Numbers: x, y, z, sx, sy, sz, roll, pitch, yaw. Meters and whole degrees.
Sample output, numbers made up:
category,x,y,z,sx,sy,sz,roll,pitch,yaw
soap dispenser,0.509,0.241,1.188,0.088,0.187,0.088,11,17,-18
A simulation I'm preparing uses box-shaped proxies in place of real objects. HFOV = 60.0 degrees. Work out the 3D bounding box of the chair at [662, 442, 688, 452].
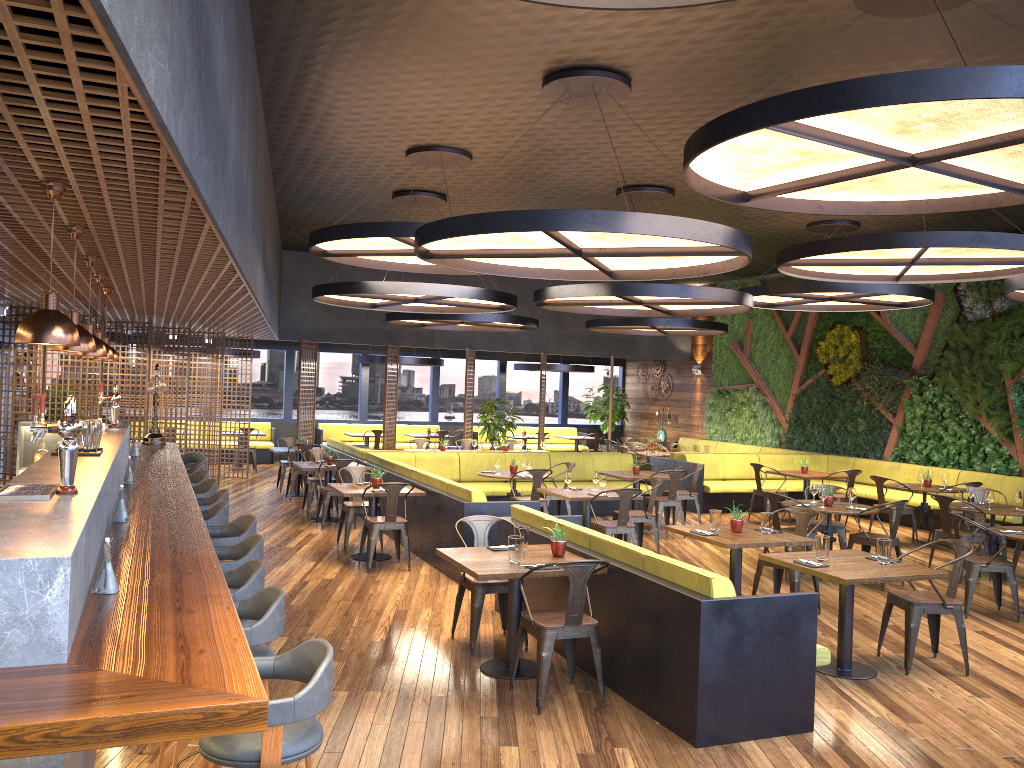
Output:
category,x,y,z,sx,sy,sz,roll,pitch,yaw
chair,3.273,1.649,17.805,0.504,0.917,0.541,2,0,-22

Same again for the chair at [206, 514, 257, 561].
category,x,y,z,sx,sy,sz,roll,pitch,yaw
chair,-1.835,1.353,5.519,0.438,1.048,0.483,2,0,-2

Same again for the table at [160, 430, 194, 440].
category,x,y,z,sx,sy,sz,roll,pitch,yaw
table,-7.017,1.360,18.199,0.887,0.763,0.906,2,0,-22

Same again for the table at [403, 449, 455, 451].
category,x,y,z,sx,sy,sz,roll,pitch,yaw
table,-1.340,1.553,15.355,0.906,0.763,0.887,2,0,-22

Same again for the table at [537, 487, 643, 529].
category,x,y,z,sx,sy,sz,roll,pitch,yaw
table,0.861,1.611,10.102,0.906,0.763,0.887,2,0,-22

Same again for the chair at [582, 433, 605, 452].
category,x,y,z,sx,sy,sz,roll,pitch,yaw
chair,1.918,1.612,21.078,0.504,0.917,0.541,2,0,-22

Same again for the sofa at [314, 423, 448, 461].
category,x,y,z,sx,sy,sz,roll,pitch,yaw
sofa,-3.091,1.437,21.214,3.061,0.914,0.966,2,0,-22

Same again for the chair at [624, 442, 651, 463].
category,x,y,z,sx,sy,sz,roll,pitch,yaw
chair,2.469,1.618,17.478,0.504,0.917,0.541,2,0,-22

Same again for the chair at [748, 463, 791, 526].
category,x,y,z,sx,sy,sz,roll,pitch,yaw
chair,3.871,1.653,13.394,0.541,0.917,0.504,2,0,-22

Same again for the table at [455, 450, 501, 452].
category,x,y,z,sx,sy,sz,roll,pitch,yaw
table,-0.501,1.584,15.696,0.906,0.763,0.887,2,0,-22

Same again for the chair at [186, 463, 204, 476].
category,x,y,z,sx,sy,sz,roll,pitch,yaw
chair,-3.315,1.312,8.826,0.483,1.048,0.438,2,0,39

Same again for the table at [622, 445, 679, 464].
category,x,y,z,sx,sy,sz,roll,pitch,yaw
table,2.894,1.718,18.737,0.887,0.763,0.906,2,0,-22

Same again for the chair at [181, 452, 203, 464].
category,x,y,z,sx,sy,sz,roll,pitch,yaw
chair,-3.719,1.302,9.969,0.438,1.048,0.483,2,0,-30

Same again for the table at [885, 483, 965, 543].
category,x,y,z,sx,sy,sz,roll,pitch,yaw
table,5.645,1.791,12.147,1.007,0.760,1.007,2,0,35

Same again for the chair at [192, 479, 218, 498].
category,x,y,z,sx,sy,sz,roll,pitch,yaw
chair,-2.732,1.328,7.462,0.483,1.048,0.438,2,0,28

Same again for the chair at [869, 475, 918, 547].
category,x,y,z,sx,sy,sz,roll,pitch,yaw
chair,5.101,1.691,11.921,0.541,0.917,0.504,2,0,-22

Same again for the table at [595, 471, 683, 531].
category,x,y,z,sx,sy,sz,roll,pitch,yaw
table,1.765,1.653,12.517,0.887,0.763,0.906,2,0,-22

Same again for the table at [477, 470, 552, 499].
category,x,y,z,sx,sy,sz,roll,pitch,yaw
table,0.022,1.588,11.927,1.007,0.760,1.007,2,0,15

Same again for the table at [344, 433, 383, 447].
category,x,y,z,sx,sy,sz,roll,pitch,yaw
table,-3.221,1.502,19.743,0.887,0.763,0.906,2,0,-22

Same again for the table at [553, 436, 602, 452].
category,x,y,z,sx,sy,sz,roll,pitch,yaw
table,1.593,1.682,21.701,0.887,0.763,0.906,2,0,-22

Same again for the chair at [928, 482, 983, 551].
category,x,y,z,sx,sy,sz,roll,pitch,yaw
chair,5.861,1.718,11.668,0.504,0.917,0.541,2,0,-22

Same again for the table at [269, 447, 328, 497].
category,x,y,z,sx,sy,sz,roll,pitch,yaw
table,-3.556,1.471,14.779,0.887,0.763,0.906,2,0,-22

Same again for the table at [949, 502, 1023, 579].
category,x,y,z,sx,sy,sz,roll,pitch,yaw
table,5.392,1.773,9.963,1.007,0.760,1.007,2,0,35

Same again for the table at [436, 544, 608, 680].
category,x,y,z,sx,sy,sz,roll,pitch,yaw
table,0.032,1.566,6.043,0.906,0.763,0.887,2,0,-22

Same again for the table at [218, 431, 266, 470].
category,x,y,z,sx,sy,sz,roll,pitch,yaw
table,-5.721,1.408,18.726,0.887,0.763,0.906,2,0,-22

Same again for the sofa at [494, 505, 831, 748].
category,x,y,z,sx,sy,sz,roll,pitch,yaw
sofa,0.887,1.523,6.416,0.966,0.914,3.061,2,0,-22

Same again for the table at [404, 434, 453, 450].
category,x,y,z,sx,sy,sz,roll,pitch,yaw
table,-1.926,1.551,20.274,0.906,0.763,0.887,2,0,-22

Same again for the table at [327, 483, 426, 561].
category,x,y,z,sx,sy,sz,roll,pitch,yaw
table,-1.519,1.525,9.778,0.887,0.763,0.906,2,0,-22

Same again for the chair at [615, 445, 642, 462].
category,x,y,z,sx,sy,sz,roll,pitch,yaw
chair,2.188,1.605,16.546,0.541,0.917,0.504,2,0,-22

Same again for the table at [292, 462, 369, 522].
category,x,y,z,sx,sy,sz,roll,pitch,yaw
table,-2.535,1.498,12.279,0.887,0.763,0.906,2,0,-22

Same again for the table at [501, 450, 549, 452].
category,x,y,z,sx,sy,sz,roll,pitch,yaw
table,0.334,1.615,16.041,0.906,0.763,0.887,2,0,-22

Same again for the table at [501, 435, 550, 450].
category,x,y,z,sx,sy,sz,roll,pitch,yaw
table,0.296,1.634,21.178,0.906,0.763,0.887,2,0,-22

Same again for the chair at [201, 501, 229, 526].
category,x,y,z,sx,sy,sz,roll,pitch,yaw
chair,-2.212,1.342,6.142,0.483,1.048,0.438,2,0,39

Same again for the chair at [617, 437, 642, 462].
category,x,y,z,sx,sy,sz,roll,pitch,yaw
chair,2.565,1.629,19.430,0.504,0.917,0.541,2,0,-22

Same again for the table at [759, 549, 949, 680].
category,x,y,z,sx,sy,sz,roll,pitch,yaw
table,2.392,1.652,6.299,0.906,0.763,0.887,2,0,-22

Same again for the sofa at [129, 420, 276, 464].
category,x,y,z,sx,sy,sz,roll,pitch,yaw
sofa,-6.862,1.295,19.680,3.061,0.914,0.966,2,0,-22

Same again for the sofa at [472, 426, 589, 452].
category,x,y,z,sx,sy,sz,roll,pitch,yaw
sofa,0.418,1.568,22.641,3.061,0.914,0.966,2,0,-22

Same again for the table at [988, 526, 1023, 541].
category,x,y,z,sx,sy,sz,roll,pitch,yaw
table,4.871,1.747,8.035,1.007,0.760,1.007,2,0,-29

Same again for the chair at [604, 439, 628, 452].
category,x,y,z,sx,sy,sz,roll,pitch,yaw
chair,2.172,1.612,18.464,0.541,0.917,0.504,2,0,-22

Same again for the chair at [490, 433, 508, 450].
category,x,y,z,sx,sy,sz,roll,pitch,yaw
chair,-0.316,1.532,20.977,0.541,0.917,0.504,2,0,-22

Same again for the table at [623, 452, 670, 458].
category,x,y,z,sx,sy,sz,roll,pitch,yaw
table,2.715,1.704,16.841,0.887,0.763,0.906,2,0,-22

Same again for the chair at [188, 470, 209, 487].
category,x,y,z,sx,sy,sz,roll,pitch,yaw
chair,-3.018,1.320,8.109,0.438,1.048,0.483,2,0,-8

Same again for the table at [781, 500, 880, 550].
category,x,y,z,sx,sy,sz,roll,pitch,yaw
table,3.435,1.702,9.629,1.007,0.760,1.007,2,0,-35

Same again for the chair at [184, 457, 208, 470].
category,x,y,z,sx,sy,sz,roll,pitch,yaw
chair,-3.488,1.309,9.427,0.438,1.048,0.483,2,0,7

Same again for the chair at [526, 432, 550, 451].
category,x,y,z,sx,sy,sz,roll,pitch,yaw
chair,0.594,1.563,20.540,0.504,0.917,0.541,2,0,-22

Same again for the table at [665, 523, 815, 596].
category,x,y,z,sx,sy,sz,roll,pitch,yaw
table,1.903,1.639,7.499,0.887,0.763,0.906,2,0,-22

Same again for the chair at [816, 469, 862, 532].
category,x,y,z,sx,sy,sz,roll,pitch,yaw
chair,4.812,1.685,12.996,0.504,0.917,0.541,2,0,-22

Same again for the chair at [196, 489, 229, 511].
category,x,y,z,sx,sy,sz,roll,pitch,yaw
chair,-2.419,1.337,6.796,0.438,1.048,0.483,2,0,7

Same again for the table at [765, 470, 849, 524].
category,x,y,z,sx,sy,sz,roll,pitch,yaw
table,4.542,1.757,13.647,0.887,0.763,0.906,2,0,-22
